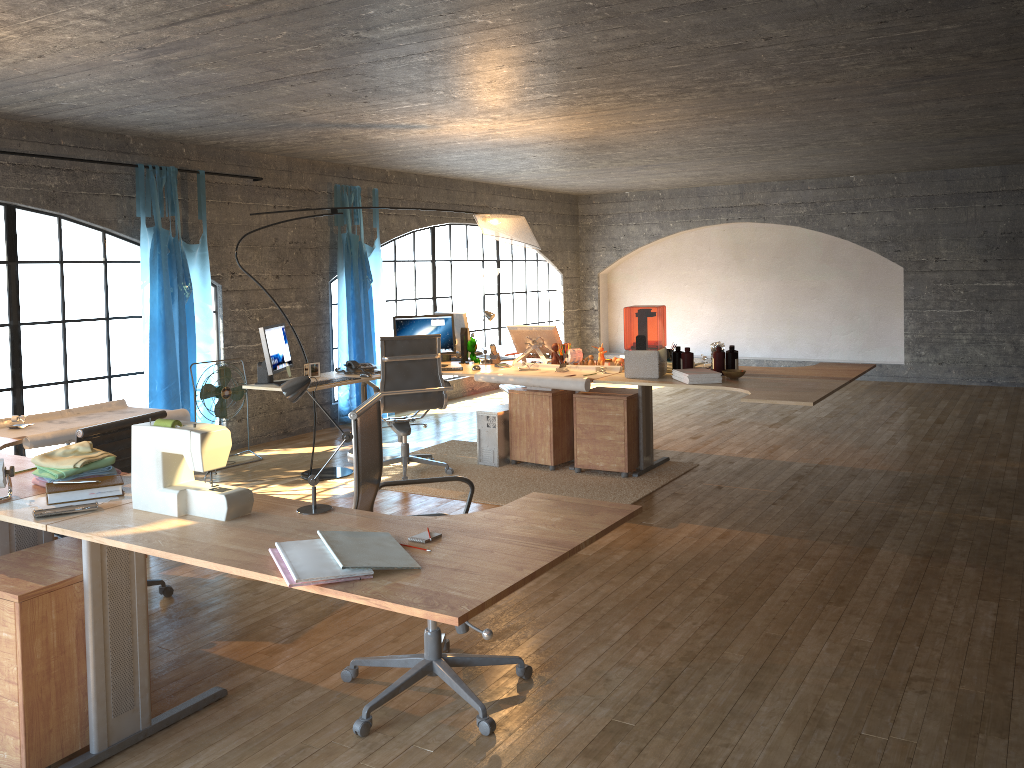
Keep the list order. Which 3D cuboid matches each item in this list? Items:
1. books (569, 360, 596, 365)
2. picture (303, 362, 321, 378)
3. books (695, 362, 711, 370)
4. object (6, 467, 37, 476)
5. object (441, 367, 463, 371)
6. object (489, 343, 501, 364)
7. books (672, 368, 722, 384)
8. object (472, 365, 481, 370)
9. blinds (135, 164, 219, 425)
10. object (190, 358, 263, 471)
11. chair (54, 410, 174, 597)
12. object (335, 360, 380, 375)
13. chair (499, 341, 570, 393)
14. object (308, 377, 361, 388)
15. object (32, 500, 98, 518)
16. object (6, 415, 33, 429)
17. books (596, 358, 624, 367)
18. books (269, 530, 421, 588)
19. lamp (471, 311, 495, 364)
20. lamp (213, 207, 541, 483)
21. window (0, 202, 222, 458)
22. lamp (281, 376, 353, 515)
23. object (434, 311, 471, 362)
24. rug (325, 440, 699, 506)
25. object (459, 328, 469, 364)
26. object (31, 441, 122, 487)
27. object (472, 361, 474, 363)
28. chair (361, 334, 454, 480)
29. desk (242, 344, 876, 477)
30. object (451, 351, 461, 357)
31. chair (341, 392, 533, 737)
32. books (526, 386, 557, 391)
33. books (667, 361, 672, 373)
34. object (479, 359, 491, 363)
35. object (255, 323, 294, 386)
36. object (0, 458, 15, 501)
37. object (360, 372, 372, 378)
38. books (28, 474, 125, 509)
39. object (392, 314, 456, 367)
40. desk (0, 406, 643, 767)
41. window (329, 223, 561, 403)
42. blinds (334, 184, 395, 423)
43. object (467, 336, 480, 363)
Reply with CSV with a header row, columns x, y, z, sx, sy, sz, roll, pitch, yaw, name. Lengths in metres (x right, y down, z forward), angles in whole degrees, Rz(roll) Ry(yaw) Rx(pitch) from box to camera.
x,y,z,sx,sy,sz,roll,pitch,yaw,name
0.520,-0.162,6.669,0.215,0.012,0.332,1,8,18,books
-1.393,-0.092,6.103,0.032,0.104,0.159,0,6,32,picture
1.278,-0.129,6.155,0.318,0.044,0.309,4,9,36,books
-1.834,0.327,3.284,0.008,0.007,0.148,1,8,24,object
-0.602,-0.104,6.424,0.490,0.011,0.188,-2,7,-4,object
-0.137,-0.235,6.783,0.082,0.159,0.085,0,3,20,object
1.144,-0.050,5.477,0.221,0.058,0.311,-2,7,-8,books
-0.258,-0.119,6.391,0.059,0.034,0.101,-1,7,6,object
-2.546,-0.512,6.754,0.258,2.288,0.670,0,2,27,blinds
-2.343,0.212,6.931,0.581,0.799,0.492,1,4,36,object
-1.860,0.575,3.789,0.684,0.855,0.657,0,4,18,chair
-1.102,-0.119,6.358,0.279,0.081,0.413,-5,8,-26,object
0.197,0.086,7.245,0.685,0.855,0.656,-2,4,-12,chair
-1.229,-0.014,5.830,0.187,0.011,0.493,3,9,31,object
-1.366,0.382,2.703,0.181,0.025,0.075,-5,8,-28,object
-2.409,0.179,4.324,0.054,0.064,0.160,-1,7,-1,object
0.741,-0.157,6.425,0.291,0.054,0.262,-4,7,-18,books
-0.417,0.418,2.177,0.318,0.044,0.309,-4,8,-23,books
-0.219,-0.360,6.796,0.207,0.407,0.105,1,3,43,lamp
-2.814,-0.229,6.023,6.241,1.928,0.387,-3,2,-13,lamp
-3.486,-0.056,3.688,3.186,1.860,6.993,-2,7,-8,window
-0.586,0.179,2.656,0.207,0.407,0.106,0,2,18,lamp
-0.472,-0.383,7.096,0.286,0.389,0.471,-4,6,-33,object
0.011,0.632,6.334,2.202,0.005,1.611,3,9,31,rug
-0.376,-0.299,6.863,0.085,0.276,0.085,-2,2,-12,object
-1.541,0.280,3.121,0.253,0.129,0.257,3,7,34,object
-0.280,-0.178,6.939,0.011,0.011,0.159,1,8,28,object
-0.808,0.146,6.347,0.654,1.011,0.687,-3,4,-25,chair
0.574,0.264,6.267,3.472,0.735,3.279,3,8,31,desk
-0.455,-0.254,7.391,0.135,0.057,0.155,-7,9,-42,object
-0.280,0.556,3.055,0.684,1.011,0.656,-1,3,1,chair
0.278,-0.026,6.573,0.220,0.109,0.311,3,8,33,books
1.065,-0.118,6.006,0.229,0.069,0.179,4,9,39,books
-0.208,-0.182,6.898,0.132,0.026,0.133,3,8,31,object
-1.554,-0.198,5.842,0.285,0.389,0.473,-1,5,2,object
-1.709,0.313,2.874,0.155,0.135,0.099,-3,4,-24,object
-1.005,-0.064,6.093,0.101,0.034,0.059,5,8,41,object
-1.420,0.346,2.881,0.291,0.054,0.262,-4,7,-18,books
-0.664,-0.328,6.704,0.470,0.389,0.287,-3,4,-18,object
-1.179,0.672,3.399,3.512,0.735,1.645,3,8,32,desk
-2.286,-0.499,6.860,3.915,1.841,12.325,0,7,10,window
-1.406,-0.712,8.588,0.261,2.410,0.861,0,3,40,blinds
-0.308,-0.273,6.865,0.115,0.219,0.248,-2,5,-9,object
